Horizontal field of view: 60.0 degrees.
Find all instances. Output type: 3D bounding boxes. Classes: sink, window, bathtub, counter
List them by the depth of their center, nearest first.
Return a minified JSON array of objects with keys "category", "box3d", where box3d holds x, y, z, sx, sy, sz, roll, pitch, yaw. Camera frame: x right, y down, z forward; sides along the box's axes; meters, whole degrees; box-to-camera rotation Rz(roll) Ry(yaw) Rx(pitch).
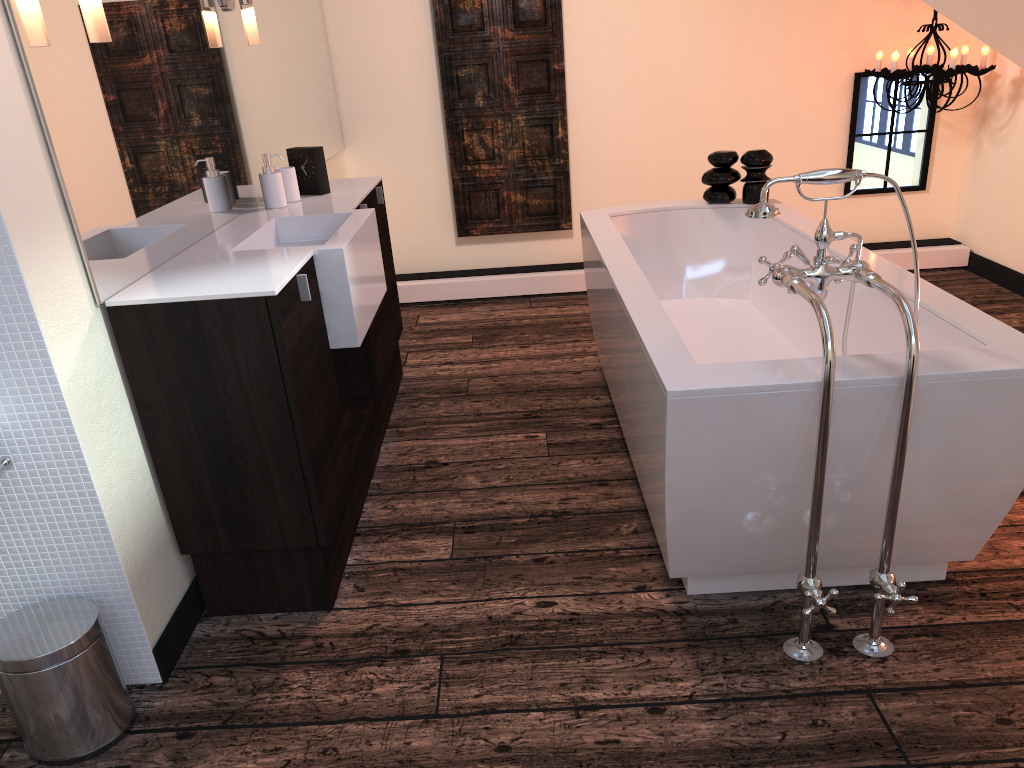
[{"category":"sink","box3d":[-1.317,0.465,1.710,0.681,0.797,0.341,-4,24,1]},{"category":"counter","box3d":[-0.642,-0.426,2.773,0.442,0.300,1.828,-4,23,1]},{"category":"bathtub","box3d":[0.711,-0.116,2.869,0.799,0.704,2.183,-4,23,1]},{"category":"window","box3d":[2.046,-1.508,4.791,0.449,0.712,0.045,-4,24,1]}]

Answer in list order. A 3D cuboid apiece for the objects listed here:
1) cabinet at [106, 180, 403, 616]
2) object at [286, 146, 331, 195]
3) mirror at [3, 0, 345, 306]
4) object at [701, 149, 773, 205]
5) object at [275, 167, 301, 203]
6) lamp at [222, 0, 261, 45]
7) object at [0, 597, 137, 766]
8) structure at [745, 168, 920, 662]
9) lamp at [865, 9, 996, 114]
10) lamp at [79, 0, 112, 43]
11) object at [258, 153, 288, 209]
[{"category":"cabinet","box3d":[-0.648,-0.124,2.910,0.386,0.937,1.828,-4,23,1]},{"category":"object","box3d":[-0.723,-0.840,3.148,0.116,0.180,0.066,6,26,22]},{"category":"mirror","box3d":[-0.953,-1.649,2.944,0.011,1.871,3.186,-4,23,1]},{"category":"object","box3d":[0.894,-0.918,3.533,0.275,0.232,0.154,9,27,28]},{"category":"object","box3d":[-0.771,-0.759,3.036,0.073,0.124,0.072,-6,24,-3]},{"category":"lamp","box3d":[-0.890,-1.418,2.867,0.083,0.371,0.129,-4,24,1]},{"category":"object","box3d":[-0.938,0.686,1.850,0.221,0.311,0.221,-20,28,-31]},{"category":"structure","box3d":[0.685,0.078,1.926,0.384,1.137,0.546,2,25,14]},{"category":"lamp","box3d":[2.003,-2.028,4.180,0.541,1.142,0.606,0,24,11]},{"category":"lamp","box3d":[-0.874,-0.944,1.738,0.083,0.371,0.129,-4,24,1]},{"category":"object","box3d":[-0.789,-0.743,2.912,0.079,0.193,0.073,15,31,37]}]
